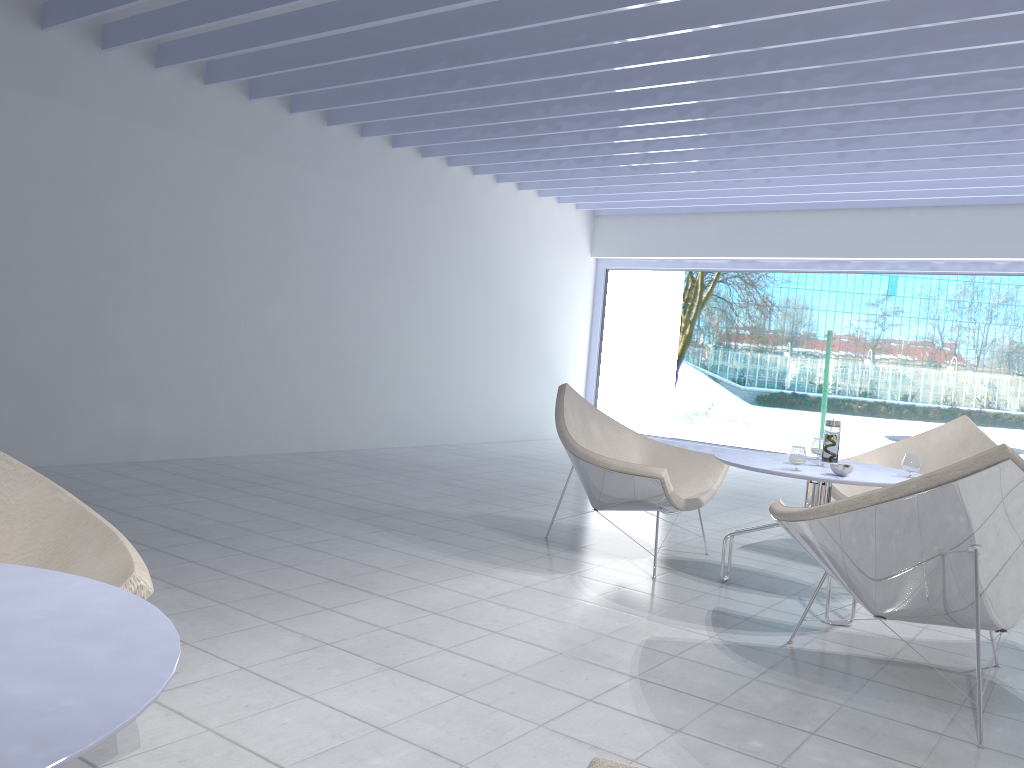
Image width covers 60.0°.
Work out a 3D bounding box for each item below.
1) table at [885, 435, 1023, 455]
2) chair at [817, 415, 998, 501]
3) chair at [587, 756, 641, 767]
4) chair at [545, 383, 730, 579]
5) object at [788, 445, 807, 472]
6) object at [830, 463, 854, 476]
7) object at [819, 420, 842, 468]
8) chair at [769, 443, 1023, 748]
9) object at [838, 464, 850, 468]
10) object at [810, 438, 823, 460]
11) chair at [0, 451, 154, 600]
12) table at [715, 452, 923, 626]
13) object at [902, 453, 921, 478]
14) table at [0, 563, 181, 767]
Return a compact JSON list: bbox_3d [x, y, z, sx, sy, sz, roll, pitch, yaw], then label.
[{"bbox_3d":[2.828,0.648,5.731,0.823,0.534,0.825,4,2,-7],"label":"table"},{"bbox_3d":[1.984,0.520,4.198,0.753,0.759,0.906,3,3,-43],"label":"chair"},{"bbox_3d":[0.107,0.502,0.397,0.753,0.759,0.906,6,3,40],"label":"chair"},{"bbox_3d":[0.509,0.401,4.113,0.753,0.759,0.906,6,2,31],"label":"chair"},{"bbox_3d":[1.057,0.276,3.286,0.068,0.091,0.068,4,2,-25],"label":"object"},{"bbox_3d":[1.201,0.314,3.232,0.082,0.043,0.082,5,2,4],"label":"object"},{"bbox_3d":[1.272,0.236,3.533,0.075,0.189,0.075,6,2,28],"label":"object"},{"bbox_3d":[1.244,0.518,2.568,0.906,0.759,0.753,5,2,6],"label":"chair"},{"bbox_3d":[1.196,0.295,3.200,0.012,0.016,0.098,5,2,2],"label":"object"},{"bbox_3d":[1.312,0.279,3.797,0.068,0.091,0.068,3,2,-31],"label":"object"},{"bbox_3d":[-1.172,0.356,1.540,0.906,0.759,0.753,3,3,-36],"label":"chair"},{"bbox_3d":[1.207,0.593,3.542,0.825,0.534,0.823,6,2,27],"label":"table"},{"bbox_3d":[1.523,0.311,3.381,0.068,0.091,0.068,6,2,29],"label":"object"},{"bbox_3d":[-0.770,0.528,0.838,0.825,0.534,0.823,5,2,13],"label":"table"}]
